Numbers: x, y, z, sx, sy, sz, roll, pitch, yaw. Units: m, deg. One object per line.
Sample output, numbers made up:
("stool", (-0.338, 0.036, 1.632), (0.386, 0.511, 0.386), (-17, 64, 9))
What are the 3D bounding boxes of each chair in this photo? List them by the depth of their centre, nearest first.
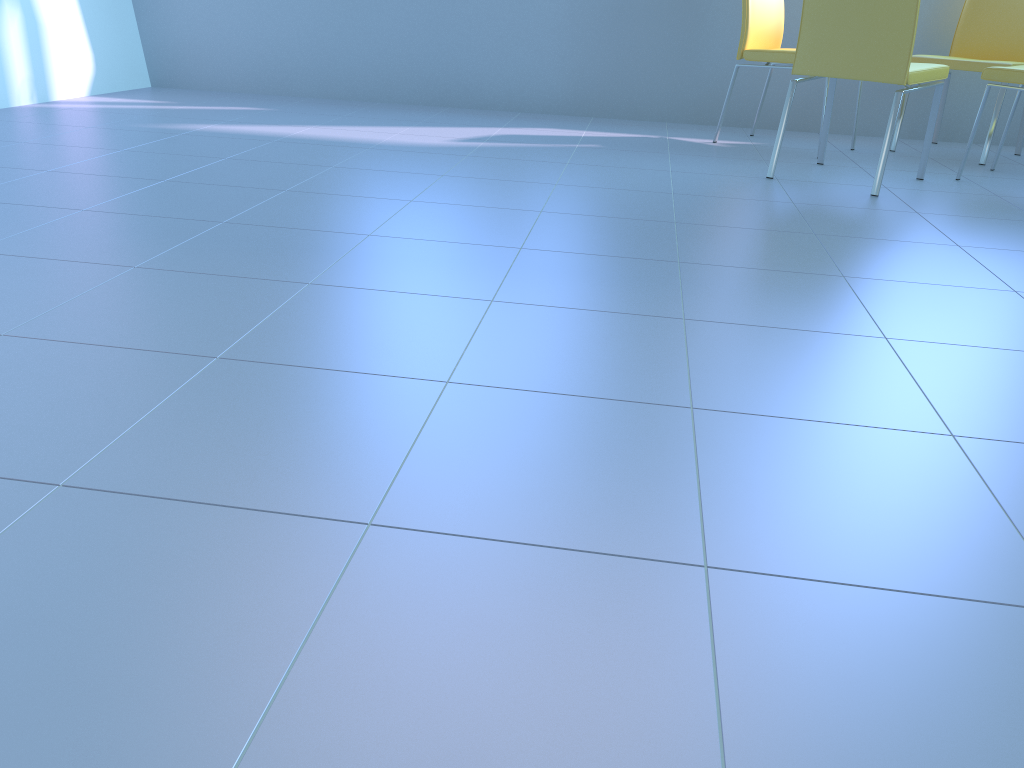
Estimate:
("chair", (1.154, -1.021, 2.892), (0.387, 0.695, 0.484), (21, 29, 35))
("chair", (1.889, -1.013, 2.968), (0.484, 0.699, 0.387), (24, 31, 39))
("chair", (1.140, -1.316, 3.561), (0.484, 0.695, 0.387), (21, 29, 35))
("chair", (1.904, -1.300, 3.620), (0.387, 0.695, 0.484), (24, 31, 39))
